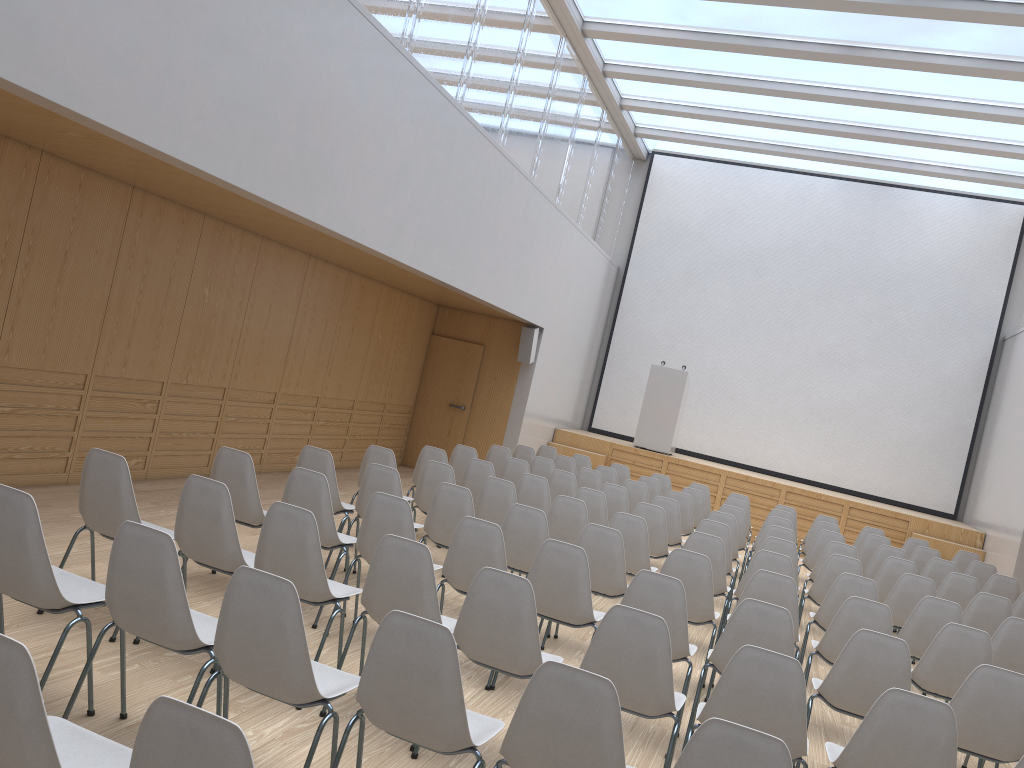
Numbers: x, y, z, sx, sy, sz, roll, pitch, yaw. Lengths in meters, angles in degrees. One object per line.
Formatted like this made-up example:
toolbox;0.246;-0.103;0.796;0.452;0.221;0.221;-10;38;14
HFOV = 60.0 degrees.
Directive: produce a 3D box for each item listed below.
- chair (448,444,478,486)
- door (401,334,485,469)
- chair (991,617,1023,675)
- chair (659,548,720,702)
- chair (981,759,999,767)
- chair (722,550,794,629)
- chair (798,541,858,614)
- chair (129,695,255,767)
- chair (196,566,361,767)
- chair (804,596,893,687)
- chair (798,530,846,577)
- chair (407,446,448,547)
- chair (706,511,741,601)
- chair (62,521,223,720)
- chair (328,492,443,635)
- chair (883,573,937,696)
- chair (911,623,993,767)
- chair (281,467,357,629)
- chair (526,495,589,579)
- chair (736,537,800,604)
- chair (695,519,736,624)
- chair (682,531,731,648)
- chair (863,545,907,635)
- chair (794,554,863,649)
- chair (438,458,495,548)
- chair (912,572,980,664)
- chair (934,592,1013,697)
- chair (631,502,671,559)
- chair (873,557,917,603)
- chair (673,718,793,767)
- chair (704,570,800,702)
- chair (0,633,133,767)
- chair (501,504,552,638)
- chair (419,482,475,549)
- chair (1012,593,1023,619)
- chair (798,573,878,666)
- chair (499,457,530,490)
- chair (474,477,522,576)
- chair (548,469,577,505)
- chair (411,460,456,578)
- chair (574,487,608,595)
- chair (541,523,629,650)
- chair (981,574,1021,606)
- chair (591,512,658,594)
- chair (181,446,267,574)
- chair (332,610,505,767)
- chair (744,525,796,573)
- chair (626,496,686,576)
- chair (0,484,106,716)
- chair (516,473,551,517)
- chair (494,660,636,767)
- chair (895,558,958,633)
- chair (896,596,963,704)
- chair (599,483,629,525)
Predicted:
chair;-0.484;1.074;9.262;0.478;0.876;0.506;13;1;18
door;-1.051;0.329;13.215;0.873;2.024;0.108;13;1;18
chair;3.297;1.965;5.955;0.478;0.876;0.506;13;1;18
chair;1.064;1.454;5.598;0.478;0.876;0.506;13;1;18
chair;3.018;1.907;5.015;0.478;0.876;0.506;13;1;18
chair;1.820;1.622;6.442;0.478;0.876;0.506;13;1;18
chair;2.944;1.869;8.173;0.478;0.876;0.506;13;1;18
chair;-0.641;1.085;1.999;0.478;0.876;0.506;13;1;18
chair;-0.802;1.041;3.061;0.478;0.876;0.506;13;1;18
chair;2.022;1.676;5.304;0.478;0.876;0.506;13;1;18
chair;3.185;1.919;9.102;0.478;0.876;0.506;13;1;18
chair;-0.726;1.024;8.363;0.478;0.876;0.506;13;1;18
chair;1.940;1.637;8.462;0.478;0.876;0.506;13;1;18
chair;-1.272;0.931;3.288;0.478;0.876;0.506;13;1;18
chair;-0.683;1.055;5.123;0.478;0.876;0.506;13;1;18
chair;3.097;1.912;7.029;0.478;0.876;0.506;13;1;18
chair;2.513;1.790;5.162;0.478;0.876;0.506;13;1;18
chair;-1.185;0.938;5.351;0.478;0.876;0.506;13;1;18
chair;0.428;1.299;6.931;0.478;0.876;0.506;13;1;18
chair;2.154;1.693;7.383;0.478;0.876;0.506;13;1;18
chair;1.662;1.578;7.565;0.478;0.876;0.506;13;1;18
chair;1.383;1.520;6.605;0.478;0.876;0.506;13;1;18
chair;3.730;2.045;8.965;0.478;0.876;0.506;13;1;18
chair;2.607;1.798;7.213;0.478;0.876;0.506;13;1;18
chair;-0.292;1.125;8.190;0.478;0.876;0.506;13;1;18
chair;3.883;2.087;7.893;0.478;0.876;0.506;13;1;18
chair;3.615;2.032;6.920;0.478;0.876;0.506;13;1;18
chair;1.158;1.461;7.741;0.478;0.876;0.506;13;1;18
chair;3.396;1.974;8.004;0.478;0.876;0.506;13;1;18
chair;0.614;1.369;2.636;0.478;0.876;0.506;13;1;18
chair;1.550;1.566;5.510;0.478;0.876;0.506;13;1;18
chair;-1.137;0.970;2.142;0.478;0.876;0.506;13;1;18
chair;0.089;1.227;5.920;0.478;0.876;0.506;13;1;18
chair;-0.396;1.114;6.142;0.478;0.876;0.506;13;1;18
chair;4.380;2.203;7.657;0.478;0.876;0.506;13;1;18
chair;2.323;1.739;6.234;0.478;0.876;0.506;13;1;18
chair;0.039;1.195;9.151;0.478;0.876;0.506;13;1;18
chair;-0.107;1.175;7.078;0.478;0.876;0.506;13;1;18
chair;0.497;1.301;8.981;0.478;0.876;0.506;13;1;18
chair;-0.591;1.062;7.257;0.478;0.876;0.506;13;1;18
chair;0.671;1.349;7.872;0.478;0.876;0.506;13;1;18
chair;0.559;1.336;5.807;0.478;0.876;0.506;13;1;18
chair;4.672;2.264;8.654;0.478;0.876;0.506;13;1;18
chair;0.850;1.397;6.720;0.478;0.876;0.506;13;1;18
chair;-1.655;0.829;5.487;0.478;0.876;0.506;13;1;18
chair;-0.301;1.157;2.957;0.478;0.876;0.506;13;1;18
chair;2.452;1.755;8.365;0.478;0.876;0.506;13;1;18
chair;1.447;1.522;8.647;0.478;0.876;0.506;13;1;18
chair;-1.802;0.809;3.391;0.478;0.876;0.506;13;1;18
chair;0.184;1.236;7.947;0.478;0.876;0.506;13;1;18
chair;0.173;1.267;2.811;0.478;0.876;0.506;13;1;18
chair;4.178;2.149;8.847;0.478;0.876;0.506;13;1;18
chair;2.794;1.848;6.035;0.478;0.876;0.506;13;1;18
chair;0.972;1.412;8.782;0.478;0.876;0.506;13;1;18
